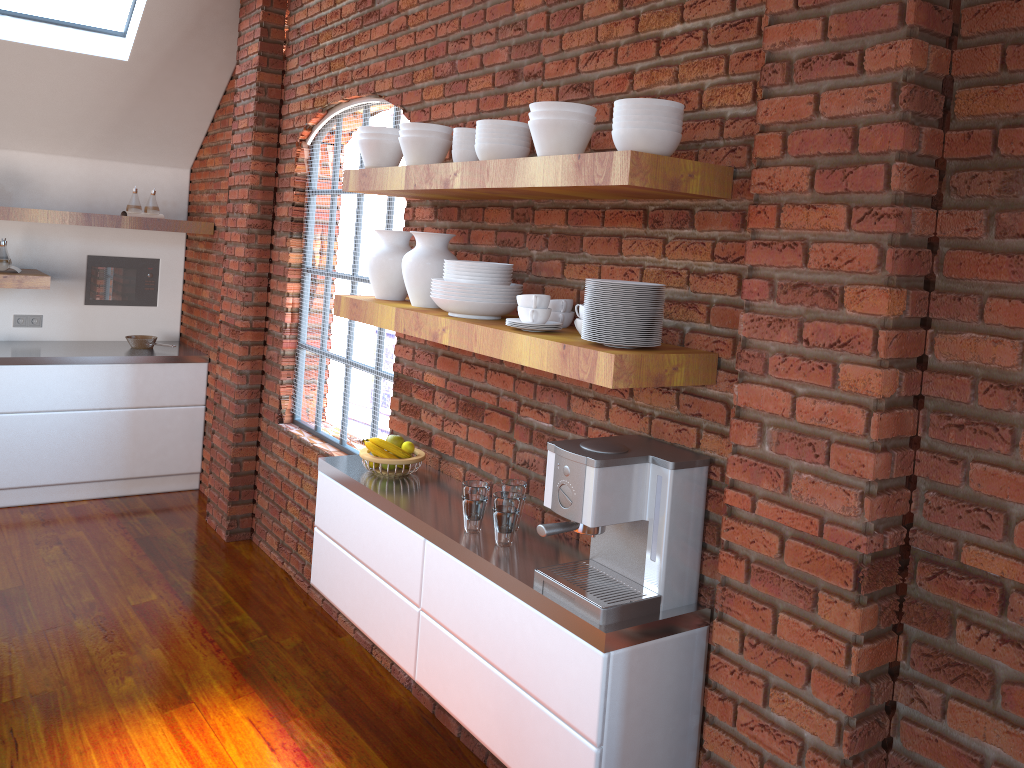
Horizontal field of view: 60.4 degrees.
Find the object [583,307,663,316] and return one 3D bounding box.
[{"bbox_3d":[0.271,-0.172,2.146,0.194,0.014,0.197,1,9,-18],"label":"object"}]

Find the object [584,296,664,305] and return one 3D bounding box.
[{"bbox_3d":[0.273,-0.200,2.145,0.194,0.014,0.197,1,9,-18],"label":"object"}]

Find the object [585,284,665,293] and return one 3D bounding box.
[{"bbox_3d":[0.275,-0.228,2.144,0.194,0.014,0.197,1,9,-18],"label":"object"}]

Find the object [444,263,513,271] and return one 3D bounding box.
[{"bbox_3d":[-0.104,-0.334,2.687,0.214,0.055,0.216,-4,12,-43],"label":"object"}]

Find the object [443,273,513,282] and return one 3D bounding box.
[{"bbox_3d":[-0.107,-0.304,2.688,0.214,0.055,0.216,-4,12,-43],"label":"object"}]

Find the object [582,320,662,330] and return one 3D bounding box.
[{"bbox_3d":[0.269,-0.141,2.147,0.194,0.014,0.197,1,9,-18],"label":"object"}]

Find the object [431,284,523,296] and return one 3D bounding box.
[{"bbox_3d":[-0.109,-0.266,2.689,0.284,0.055,0.282,11,11,37],"label":"object"}]

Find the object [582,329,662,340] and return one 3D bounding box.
[{"bbox_3d":[0.267,-0.117,2.147,0.194,0.014,0.197,1,9,-18],"label":"object"}]

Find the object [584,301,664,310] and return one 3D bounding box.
[{"bbox_3d":[0.272,-0.187,2.145,0.194,0.014,0.197,1,9,-18],"label":"object"}]

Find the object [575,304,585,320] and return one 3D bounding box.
[{"bbox_3d":[0.221,-0.178,2.322,0.092,0.058,0.101,3,7,-12],"label":"object"}]

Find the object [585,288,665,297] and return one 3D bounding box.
[{"bbox_3d":[0.275,-0.219,2.144,0.194,0.014,0.197,1,9,-18],"label":"object"}]

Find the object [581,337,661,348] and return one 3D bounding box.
[{"bbox_3d":[0.265,-0.099,2.148,0.194,0.014,0.197,1,9,-18],"label":"object"}]

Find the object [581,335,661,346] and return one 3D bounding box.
[{"bbox_3d":[0.266,-0.104,2.148,0.194,0.014,0.197,1,9,-18],"label":"object"}]

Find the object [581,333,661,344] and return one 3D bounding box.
[{"bbox_3d":[0.266,-0.108,2.148,0.194,0.014,0.197,1,9,-18],"label":"object"}]

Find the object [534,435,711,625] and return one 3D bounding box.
[{"bbox_3d":[0.246,0.334,2.153,0.378,0.368,0.273,1,6,-35],"label":"object"}]

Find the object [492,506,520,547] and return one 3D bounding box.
[{"bbox_3d":[-0.021,0.400,2.461,0.077,0.103,0.079,3,5,-23],"label":"object"}]

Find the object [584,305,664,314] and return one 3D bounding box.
[{"bbox_3d":[0.271,-0.177,2.146,0.194,0.014,0.197,1,9,-18],"label":"object"}]

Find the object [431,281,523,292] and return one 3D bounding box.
[{"bbox_3d":[-0.109,-0.274,2.688,0.284,0.055,0.282,11,11,37],"label":"object"}]

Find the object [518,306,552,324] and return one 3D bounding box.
[{"bbox_3d":[0.057,-0.184,2.380,0.099,0.046,0.093,-2,10,-40],"label":"object"}]

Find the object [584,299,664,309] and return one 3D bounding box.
[{"bbox_3d":[0.272,-0.191,2.145,0.194,0.014,0.197,1,9,-18],"label":"object"}]

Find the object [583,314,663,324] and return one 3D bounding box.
[{"bbox_3d":[0.270,-0.154,2.146,0.194,0.014,0.197,1,9,-18],"label":"object"}]

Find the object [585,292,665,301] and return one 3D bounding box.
[{"bbox_3d":[0.274,-0.210,2.145,0.194,0.014,0.197,1,9,-18],"label":"object"}]

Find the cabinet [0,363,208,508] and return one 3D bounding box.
[{"bbox_3d":[-2.976,0.236,5.334,1.981,0.813,0.719,-1,7,-35],"label":"cabinet"}]

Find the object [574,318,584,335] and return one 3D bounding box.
[{"bbox_3d":[0.213,-0.146,2.322,0.092,0.046,0.100,4,8,-1],"label":"object"}]

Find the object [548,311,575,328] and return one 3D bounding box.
[{"bbox_3d":[0.132,-0.188,2.550,0.093,0.046,0.099,9,9,34],"label":"object"}]

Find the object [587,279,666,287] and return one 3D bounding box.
[{"bbox_3d":[0.276,-0.242,2.144,0.194,0.014,0.197,1,9,-18],"label":"object"}]

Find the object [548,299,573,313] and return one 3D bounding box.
[{"bbox_3d":[0.129,-0.221,2.551,0.092,0.058,0.100,7,8,23],"label":"object"}]

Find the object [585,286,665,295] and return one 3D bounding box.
[{"bbox_3d":[0.275,-0.224,2.144,0.194,0.014,0.197,1,9,-18],"label":"object"}]

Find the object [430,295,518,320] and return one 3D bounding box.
[{"bbox_3d":[-0.112,-0.233,2.690,0.284,0.055,0.282,11,11,37],"label":"object"}]

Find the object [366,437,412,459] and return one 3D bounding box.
[{"bbox_3d":[-0.431,0.233,3.096,0.184,0.084,0.067,5,4,3],"label":"object"}]

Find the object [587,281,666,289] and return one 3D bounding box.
[{"bbox_3d":[0.276,-0.237,2.144,0.194,0.014,0.197,1,9,-18],"label":"object"}]

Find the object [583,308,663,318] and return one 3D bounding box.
[{"bbox_3d":[0.271,-0.168,2.146,0.194,0.014,0.197,1,9,-18],"label":"object"}]

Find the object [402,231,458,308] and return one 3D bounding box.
[{"bbox_3d":[-0.274,-0.382,2.951,0.193,0.248,0.193,7,5,26],"label":"object"}]

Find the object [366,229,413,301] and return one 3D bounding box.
[{"bbox_3d":[-0.431,-0.429,3.176,0.192,0.248,0.194,5,4,4],"label":"object"}]

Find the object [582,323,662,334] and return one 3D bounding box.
[{"bbox_3d":[0.268,-0.131,2.147,0.194,0.014,0.197,1,9,-18],"label":"object"}]

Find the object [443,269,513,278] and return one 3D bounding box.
[{"bbox_3d":[-0.106,-0.315,2.687,0.214,0.055,0.216,-4,12,-43],"label":"object"}]

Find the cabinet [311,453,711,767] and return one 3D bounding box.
[{"bbox_3d":[-0.136,0.643,2.705,0.336,0.472,1.641,1,8,-35],"label":"cabinet"}]

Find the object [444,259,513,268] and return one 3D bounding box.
[{"bbox_3d":[-0.103,-0.345,2.686,0.214,0.055,0.216,-4,12,-43],"label":"object"}]

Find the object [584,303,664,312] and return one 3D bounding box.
[{"bbox_3d":[0.272,-0.182,2.146,0.194,0.014,0.197,1,9,-18],"label":"object"}]

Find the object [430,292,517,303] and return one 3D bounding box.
[{"bbox_3d":[-0.111,-0.244,2.689,0.284,0.055,0.282,11,11,37],"label":"object"}]

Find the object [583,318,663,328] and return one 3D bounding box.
[{"bbox_3d":[0.269,-0.145,2.147,0.194,0.014,0.197,1,9,-18],"label":"object"}]

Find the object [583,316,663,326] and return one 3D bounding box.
[{"bbox_3d":[0.269,-0.150,2.146,0.194,0.014,0.197,1,9,-18],"label":"object"}]

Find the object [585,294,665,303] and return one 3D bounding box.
[{"bbox_3d":[0.273,-0.205,2.145,0.194,0.014,0.197,1,9,-18],"label":"object"}]

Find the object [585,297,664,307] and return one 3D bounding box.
[{"bbox_3d":[0.273,-0.195,2.145,0.194,0.014,0.197,1,9,-18],"label":"object"}]

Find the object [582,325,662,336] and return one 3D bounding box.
[{"bbox_3d":[0.267,-0.126,2.147,0.194,0.014,0.197,1,9,-18],"label":"object"}]

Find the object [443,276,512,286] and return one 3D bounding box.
[{"bbox_3d":[-0.107,-0.293,2.688,0.214,0.055,0.216,-4,12,-43],"label":"object"}]

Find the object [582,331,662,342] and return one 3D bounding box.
[{"bbox_3d":[0.266,-0.113,2.148,0.194,0.014,0.197,1,9,-18],"label":"object"}]

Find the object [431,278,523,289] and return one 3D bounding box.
[{"bbox_3d":[-0.108,-0.285,2.688,0.284,0.055,0.282,11,11,37],"label":"object"}]

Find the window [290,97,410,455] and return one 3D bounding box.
[{"bbox_3d":[2.995,0.215,2.688,3.623,9.856,17.594,2,7,-45],"label":"window"}]

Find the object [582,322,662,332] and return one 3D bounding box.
[{"bbox_3d":[0.268,-0.136,2.147,0.194,0.014,0.197,1,9,-18],"label":"object"}]

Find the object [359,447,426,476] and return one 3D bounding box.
[{"bbox_3d":[-0.428,0.279,3.144,0.236,0.071,0.237,6,8,12],"label":"object"}]

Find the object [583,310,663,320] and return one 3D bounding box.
[{"bbox_3d":[0.270,-0.164,2.146,0.194,0.014,0.197,1,9,-18],"label":"object"}]

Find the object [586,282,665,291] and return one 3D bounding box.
[{"bbox_3d":[0.276,-0.233,2.144,0.194,0.014,0.197,1,9,-18],"label":"object"}]

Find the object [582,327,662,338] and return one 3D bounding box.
[{"bbox_3d":[0.267,-0.122,2.147,0.194,0.014,0.197,1,9,-18],"label":"object"}]

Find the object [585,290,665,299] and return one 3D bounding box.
[{"bbox_3d":[0.274,-0.214,2.145,0.194,0.014,0.197,1,9,-18],"label":"object"}]

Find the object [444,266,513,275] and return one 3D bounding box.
[{"bbox_3d":[-0.105,-0.326,2.687,0.214,0.055,0.216,-4,12,-43],"label":"object"}]

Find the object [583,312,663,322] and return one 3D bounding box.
[{"bbox_3d":[0.270,-0.159,2.146,0.194,0.014,0.197,1,9,-18],"label":"object"}]

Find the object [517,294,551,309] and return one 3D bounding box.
[{"bbox_3d":[0.055,-0.217,2.382,0.092,0.058,0.100,10,9,38],"label":"object"}]

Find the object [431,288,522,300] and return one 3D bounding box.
[{"bbox_3d":[-0.110,-0.255,2.689,0.284,0.055,0.282,11,11,37],"label":"object"}]
